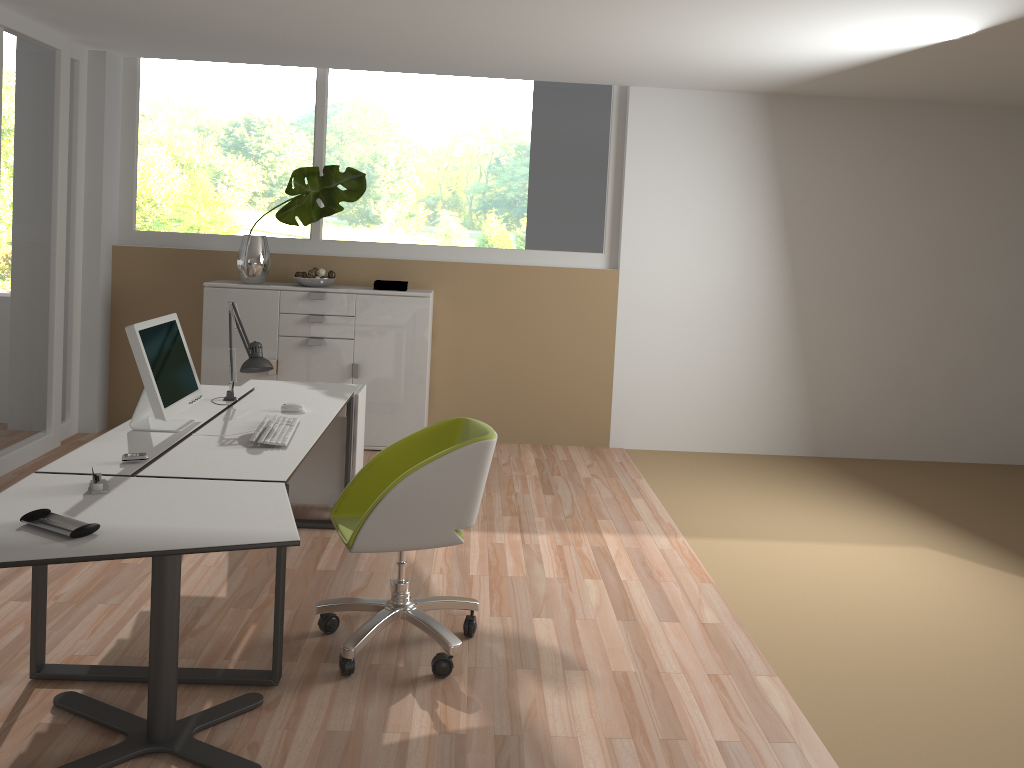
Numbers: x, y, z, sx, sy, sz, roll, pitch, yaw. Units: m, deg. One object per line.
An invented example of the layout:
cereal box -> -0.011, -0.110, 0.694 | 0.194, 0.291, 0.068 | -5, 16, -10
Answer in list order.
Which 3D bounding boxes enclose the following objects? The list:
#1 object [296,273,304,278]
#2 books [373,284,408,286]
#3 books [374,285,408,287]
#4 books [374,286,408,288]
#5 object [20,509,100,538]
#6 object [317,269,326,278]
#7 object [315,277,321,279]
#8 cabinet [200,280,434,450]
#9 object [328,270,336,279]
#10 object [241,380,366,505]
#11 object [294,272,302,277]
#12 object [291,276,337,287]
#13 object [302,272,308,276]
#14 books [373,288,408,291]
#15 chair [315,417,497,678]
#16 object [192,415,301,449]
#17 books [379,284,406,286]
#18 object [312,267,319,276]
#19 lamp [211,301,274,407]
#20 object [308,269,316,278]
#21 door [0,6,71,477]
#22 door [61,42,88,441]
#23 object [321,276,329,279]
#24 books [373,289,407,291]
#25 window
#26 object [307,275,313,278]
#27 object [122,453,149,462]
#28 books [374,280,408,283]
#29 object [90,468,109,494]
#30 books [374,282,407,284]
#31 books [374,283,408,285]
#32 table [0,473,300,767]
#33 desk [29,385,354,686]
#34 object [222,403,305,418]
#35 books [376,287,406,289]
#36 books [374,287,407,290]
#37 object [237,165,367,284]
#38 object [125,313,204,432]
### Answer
object -> -1.460, -0.731, 6.051 | 0.055, 0.061, 0.056 | 8, 8, 41
books -> -0.845, -0.693, 6.137 | 0.222, 0.006, 0.159 | 3, 10, -1
books -> -0.844, -0.687, 6.138 | 0.222, 0.006, 0.159 | 2, 10, -3
books -> -0.844, -0.682, 6.139 | 0.222, 0.006, 0.159 | 2, 10, -3
object -> -1.200, 0.369, 2.337 | 0.217, 0.030, 0.090 | 8, 10, 27
object -> -1.314, -0.763, 6.065 | 0.056, 0.066, 0.051 | 5, 6, 21
object -> -1.335, -0.705, 6.039 | 0.055, 0.065, 0.053 | 2, 6, -12
cabinet -> -1.342, -0.136, 6.118 | 1.522, 1.077, 0.420 | 3, 4, -2
object -> -1.243, -0.750, 6.068 | 0.053, 0.067, 0.053 | 3, 6, 5
object -> -1.110, 0.351, 4.619 | 0.621, 0.671, 0.311 | 3, 4, -2
object -> -1.479, -0.747, 6.101 | 0.056, 0.064, 0.053 | 0, 6, -23
object -> -1.369, -0.709, 6.094 | 0.314, 0.063, 0.317 | -4, 12, -37
object -> -1.459, -0.754, 6.152 | 0.054, 0.063, 0.057 | -3, 8, -43
books -> -0.846, -0.665, 6.140 | 0.222, 0.006, 0.159 | 2, 10, -3
chair -> -0.372, 0.560, 3.243 | 0.598, 0.803, 0.628 | 0, 6, -27
object -> -1.059, 0.200, 3.477 | 0.387, 0.079, 0.462 | 2, 10, -8
books -> -0.844, -0.699, 6.140 | 0.222, 0.008, 0.159 | 2, 10, -3
object -> -1.375, -0.781, 6.153 | 0.053, 0.070, 0.053 | 3, 5, 4
lamp -> -1.209, -0.080, 3.904 | 0.140, 0.525, 0.545 | 0, 7, -37
object -> -1.373, -0.755, 6.044 | 0.053, 0.063, 0.056 | 1, 6, -18
door -> -2.871, -0.802, 5.086 | 0.060, 2.628, 1.198 | 3, 4, -3
door -> -2.941, -0.868, 5.447 | 0.045, 2.628, 1.198 | 3, 4, -3
object -> -1.284, -0.713, 6.049 | 0.054, 0.063, 0.057 | 0, 7, -25
books -> -0.847, -0.660, 6.139 | 0.222, 0.007, 0.159 | 2, 10, -3
window -> -0.983, -1.807, 6.373 | 3.632, 1.786, 0.045 | 3, 3, -2
object -> -1.375, -0.709, 6.000 | 0.056, 0.065, 0.052 | 4, 6, 10
object -> -1.282, 0.250, 2.996 | 0.084, 0.021, 0.048 | -1, 10, -23
books -> -0.840, -0.714, 6.137 | 0.222, 0.006, 0.159 | 2, 10, -3
object -> -1.264, 0.290, 2.700 | 0.049, 0.055, 0.132 | 0, 9, -27
books -> -0.841, -0.709, 6.136 | 0.222, 0.007, 0.159 | 2, 10, -3
books -> -0.844, -0.704, 6.140 | 0.222, 0.008, 0.159 | 2, 10, -3
table -> -1.054, 0.714, 2.469 | 0.925, 0.682, 0.820 | 2, 7, -5
desk -> -1.187, 0.500, 3.664 | 0.804, 0.679, 1.622 | 3, 9, -3
object -> -1.087, 0.135, 3.841 | 0.370, 0.079, 0.142 | -1, 9, -24
books -> -0.847, -0.676, 6.139 | 0.222, 0.006, 0.159 | 2, 10, -4
books -> -0.846, -0.670, 6.139 | 0.222, 0.006, 0.159 | 2, 10, -3
object -> -1.444, -1.103, 6.085 | 0.857, 0.839, 0.267 | 2, 4, -5
object -> -1.386, -0.047, 3.518 | 0.197, 0.427, 0.472 | 3, 7, -3
